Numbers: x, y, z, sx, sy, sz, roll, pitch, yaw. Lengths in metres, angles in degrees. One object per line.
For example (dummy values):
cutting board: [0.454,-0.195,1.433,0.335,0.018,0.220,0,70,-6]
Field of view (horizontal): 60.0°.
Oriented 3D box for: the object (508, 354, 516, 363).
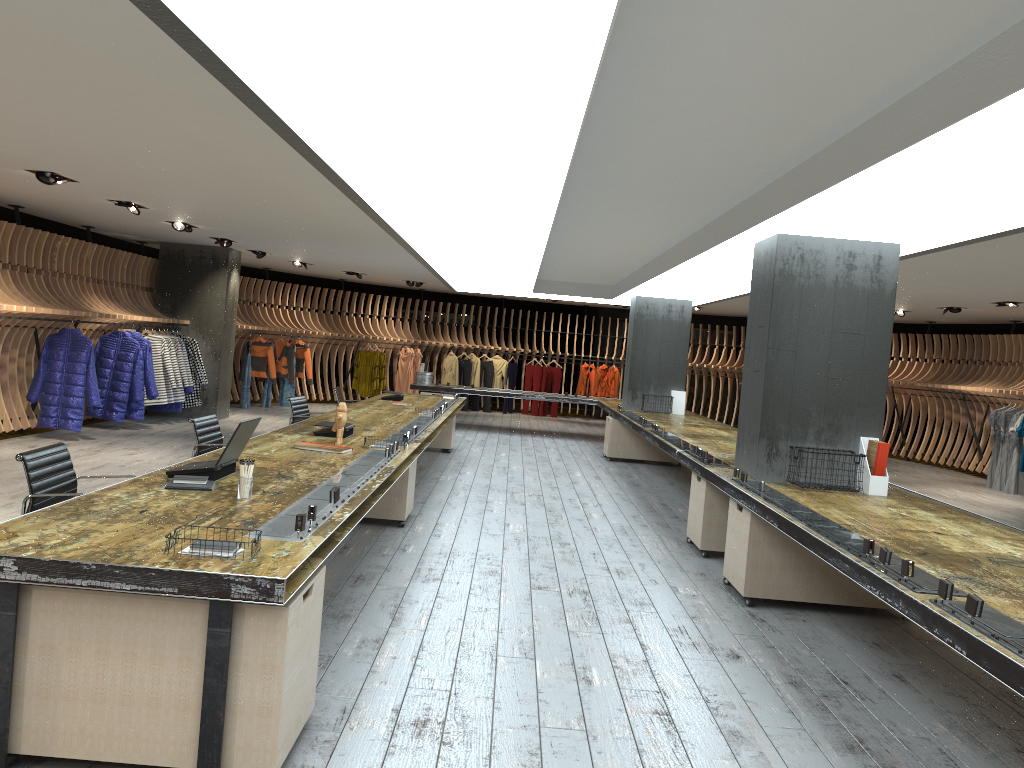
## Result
object: [0.022,-0.606,21.070,0.012,0.270,0.525,5,2,25]

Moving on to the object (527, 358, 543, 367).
object: [0.546,-0.563,21.153,0.012,0.270,0.525,4,2,-45]

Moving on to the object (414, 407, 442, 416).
object: [-0.913,0.305,9.692,0.302,0.071,0.209,5,2,-5]

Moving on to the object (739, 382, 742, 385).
object: [5.341,-0.098,19.780,0.525,0.270,0.012,5,1,0]

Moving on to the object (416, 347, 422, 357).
object: [-2.161,-0.756,20.210,0.012,0.270,0.525,4,2,-35]

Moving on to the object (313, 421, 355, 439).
object: [-1.398,0.359,6.980,0.262,0.088,0.373,5,2,0]

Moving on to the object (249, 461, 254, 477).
object: [-1.216,0.438,4.101,0.030,0.170,0.007,5,1,-6]

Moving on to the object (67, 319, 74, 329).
object: [-5.299,-0.642,10.637,0.525,0.270,0.012,5,1,0]

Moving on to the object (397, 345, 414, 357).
object: [-2.406,-0.771,20.069,0.525,0.270,0.012,6,2,35]

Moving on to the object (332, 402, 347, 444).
object: [-1.244,0.287,6.440,0.097,0.300,0.321,4,2,-16]

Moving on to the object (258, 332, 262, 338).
object: [-4.843,-0.857,17.036,0.525,0.270,0.012,5,1,15]

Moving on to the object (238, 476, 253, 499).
object: [-1.237,0.481,4.114,0.062,0.111,0.061,6,2,34]

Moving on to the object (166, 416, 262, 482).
object: [-1.554,0.324,4.644,0.365,0.316,0.373,5,2,0]

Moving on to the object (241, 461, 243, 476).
object: [-1.247,0.436,4.095,0.007,0.170,0.030,5,1,-4]

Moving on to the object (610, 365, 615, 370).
object: [2.414,-0.401,21.096,0.012,0.270,0.525,4,2,-20]

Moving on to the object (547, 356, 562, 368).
object: [0.998,-0.525,21.184,0.525,0.270,0.012,7,2,40]

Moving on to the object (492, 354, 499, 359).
object: [-0.347,-0.632,20.990,0.525,0.270,0.012,6,2,25]

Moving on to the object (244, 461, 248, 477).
object: [-1.233,0.437,4.091,0.007,0.170,0.030,4,2,-43]

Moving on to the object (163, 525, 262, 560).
object: [-1.039,0.559,3.101,0.302,0.074,0.217,5,2,-5]

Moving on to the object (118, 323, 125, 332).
object: [-5.312,-0.685,12.030,0.523,0.292,0.012,5,1,0]

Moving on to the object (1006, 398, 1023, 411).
object: [7.839,0.353,13.741,0.525,0.270,0.012,4,1,-10]

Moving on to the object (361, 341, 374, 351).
object: [-3.155,-0.807,19.469,0.525,0.270,0.012,6,2,30]

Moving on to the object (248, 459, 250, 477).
object: [-1.229,0.436,4.133,0.007,0.170,0.030,4,1,-23]

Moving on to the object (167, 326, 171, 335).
object: [-5.319,-0.765,13.689,0.525,0.270,0.012,5,1,0]

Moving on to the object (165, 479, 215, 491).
object: [-1.555,0.488,4.289,0.213,0.019,0.219,4,2,-15]

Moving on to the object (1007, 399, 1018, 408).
object: [7.847,0.348,13.886,0.525,0.270,0.012,5,1,15]

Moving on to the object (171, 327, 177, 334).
object: [-5.266,-0.737,13.848,0.516,0.316,0.012,5,1,0]

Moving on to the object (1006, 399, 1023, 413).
object: [7.846,0.359,13.604,0.525,0.270,0.012,5,1,15]

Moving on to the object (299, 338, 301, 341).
object: [-4.330,-0.854,18.048,0.525,0.270,0.012,6,2,30]

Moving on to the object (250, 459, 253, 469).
object: [-1.221,0.437,4.129,0.007,0.170,0.030,5,1,3]

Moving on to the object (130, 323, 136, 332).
object: [-5.293,-0.709,12.349,0.525,0.270,0.012,5,1,0]

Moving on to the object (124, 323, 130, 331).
object: [-5.278,-0.692,12.171,0.523,0.291,0.012,5,1,0]

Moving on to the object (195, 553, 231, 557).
object: [-1.044,0.583,3.102,0.176,0.004,0.130,5,2,5]

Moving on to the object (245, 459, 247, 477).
object: [-1.239,0.435,4.133,0.030,0.170,0.007,6,2,40]

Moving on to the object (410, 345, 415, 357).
object: [-2.307,-0.765,20.136,0.012,0.270,0.525,4,2,-30]

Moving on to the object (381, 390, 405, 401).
object: [-1.547,0.152,11.547,0.261,0.111,0.373,5,2,0]

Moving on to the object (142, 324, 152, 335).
object: [-5.265,-0.706,12.813,0.518,0.312,0.012,5,1,0]

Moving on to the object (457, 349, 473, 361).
object: [-1.117,-0.686,20.733,0.525,0.270,0.012,6,2,35]

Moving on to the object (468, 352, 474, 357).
object: [-0.935,-0.673,20.812,0.012,0.270,0.525,4,2,-45]

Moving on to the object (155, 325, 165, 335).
object: [-5.263,-0.726,13.311,0.518,0.312,0.012,5,1,0]

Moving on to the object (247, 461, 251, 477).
object: [-1.223,0.438,4.094,0.030,0.170,0.007,5,1,20]

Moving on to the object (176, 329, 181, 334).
object: [-5.268,-0.747,14.036,0.518,0.312,0.012,5,1,0]

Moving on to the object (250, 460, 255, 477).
object: [-1.213,0.438,4.111,0.030,0.170,0.007,4,2,-33]

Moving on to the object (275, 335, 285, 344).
object: [-4.589,-0.855,17.572,0.525,0.270,0.012,6,1,20]

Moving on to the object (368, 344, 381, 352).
object: [-3.023,-0.801,19.595,0.525,0.270,0.012,6,2,30]

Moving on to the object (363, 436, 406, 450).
object: [-0.928,0.434,6.473,0.302,0.074,0.217,5,2,-5]

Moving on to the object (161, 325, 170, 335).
object: [-5.263,-0.733,13.490,0.518,0.312,0.012,5,1,0]

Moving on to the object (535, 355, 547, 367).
object: [0.711,-0.549,21.166,0.012,0.270,0.525,4,2,-30]

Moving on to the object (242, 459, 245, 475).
object: [-1.248,0.435,4.129,0.030,0.170,0.007,5,1,13]

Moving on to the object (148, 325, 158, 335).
object: [-5.264,-0.715,13.049,0.518,0.312,0.012,5,1,0]

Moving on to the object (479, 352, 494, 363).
object: [-0.641,-0.652,20.894,0.525,0.270,0.012,6,2,25]

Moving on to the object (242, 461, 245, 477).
object: [-1.243,0.437,4.092,0.007,0.170,0.030,4,1,-16]
